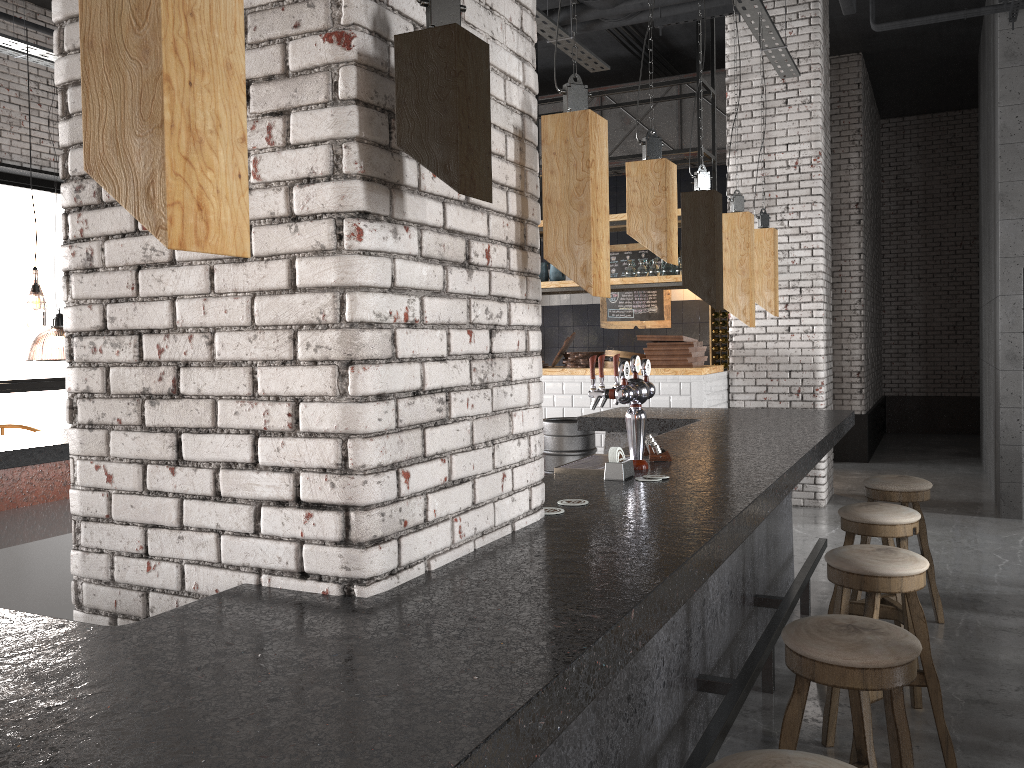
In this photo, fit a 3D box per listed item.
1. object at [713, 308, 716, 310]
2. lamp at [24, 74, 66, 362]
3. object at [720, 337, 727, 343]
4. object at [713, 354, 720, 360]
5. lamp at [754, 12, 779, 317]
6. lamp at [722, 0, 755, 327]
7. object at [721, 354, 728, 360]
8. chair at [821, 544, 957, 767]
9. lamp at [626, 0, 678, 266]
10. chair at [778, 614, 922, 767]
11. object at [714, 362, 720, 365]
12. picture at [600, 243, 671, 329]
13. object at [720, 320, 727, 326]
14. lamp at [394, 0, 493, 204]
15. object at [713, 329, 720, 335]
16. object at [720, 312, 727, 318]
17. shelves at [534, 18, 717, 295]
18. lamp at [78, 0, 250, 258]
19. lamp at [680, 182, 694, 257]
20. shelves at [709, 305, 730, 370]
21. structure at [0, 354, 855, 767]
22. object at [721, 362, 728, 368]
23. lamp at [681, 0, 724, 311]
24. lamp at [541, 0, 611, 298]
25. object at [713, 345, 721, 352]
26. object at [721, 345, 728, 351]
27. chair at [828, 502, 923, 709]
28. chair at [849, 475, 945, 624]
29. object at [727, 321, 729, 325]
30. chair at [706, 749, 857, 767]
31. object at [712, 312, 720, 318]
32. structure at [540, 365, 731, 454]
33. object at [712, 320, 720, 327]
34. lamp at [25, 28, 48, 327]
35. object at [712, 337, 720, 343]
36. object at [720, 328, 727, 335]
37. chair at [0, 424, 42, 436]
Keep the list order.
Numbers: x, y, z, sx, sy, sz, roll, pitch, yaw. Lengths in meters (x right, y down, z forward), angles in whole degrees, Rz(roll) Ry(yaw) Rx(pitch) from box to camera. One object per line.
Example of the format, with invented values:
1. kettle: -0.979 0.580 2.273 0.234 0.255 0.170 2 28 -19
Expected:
1. object: 2.561 -0.971 11.133 0.079 0.079 0.284 0 3 26
2. lamp: -3.845 -1.399 7.476 0.537 2.404 0.537 -2 2 -22
3. object: 2.637 -0.549 11.067 0.079 0.079 0.281 0 3 26
4. object: 2.573 -0.341 11.149 0.079 0.079 0.281 0 3 26
5. lamp: 1.280 -1.117 4.535 0.127 1.546 0.127 0 2 26
6. lamp: 0.998 -1.054 3.950 0.127 1.606 0.127 0 2 26
7. object: 2.651 -0.340 11.094 0.079 0.079 0.281 0 3 26
8. chair: 1.327 0.980 3.095 0.439 0.805 0.481 -1 2 15
9. lamp: 0.431 -1.083 2.777 0.127 1.419 0.127 0 2 26
10. chair: 0.884 1.028 2.261 0.480 0.805 0.439 -2 2 -15
11. object: 2.576 -0.236 11.155 0.079 0.079 0.281 0 3 26
12. picture: 1.643 -1.306 11.861 0.980 1.141 0.021 0 2 26
13. object: 2.643 -0.760 11.084 0.079 0.079 0.284 0 3 26
14. lamp: -0.134 -1.030 1.605 0.127 1.394 0.127 0 2 26
15. object: 2.566 -0.656 11.140 0.079 0.079 0.281 0 3 26
16. object: 2.650 -0.866 11.099 0.079 0.079 0.284 0 3 26
17. shelves: -0.728 -2.451 9.457 5.677 3.065 0.598 0 2 26
18. lamp: -0.415 -0.921 1.021 0.127 1.546 0.127 0 2 26
19. lamp: 2.286 -2.062 11.164 0.390 0.937 0.390 0 2 28
20. shelves: 2.929 -0.615 11.023 0.889 2.147 0.251 0 2 26
21. structure: -1.020 0.653 3.958 4.310 1.532 5.880 0 3 26
22. object: 2.643 -0.234 11.075 0.079 0.079 0.281 0 3 26
23. lamp: 0.715 -1.052 3.364 0.127 1.546 0.127 0 2 26
24. lamp: 0.150 -0.987 2.193 0.127 1.546 0.127 0 2 26
25. object: 2.564 -0.445 11.132 0.079 0.079 0.281 0 3 26
26. object: 2.657 -0.446 11.109 0.079 0.079 0.281 0 3 26
27. chair: 1.591 0.935 3.966 0.439 0.805 0.481 0 2 25
28. chair: 2.102 0.891 4.710 0.439 0.805 0.481 -1 2 -5
29. object: 2.724 -0.759 11.034 0.079 0.079 0.284 0 3 26
30. chair: 0.464 1.072 1.473 0.480 0.805 0.439 -1 2 15
31. object: 2.556 -0.865 11.122 0.079 0.079 0.284 0 3 26
32. structure: -0.662 0.491 9.448 5.800 1.345 1.512 0 2 26
33. object: 2.548 -0.759 11.104 0.079 0.079 0.284 0 3 26
34. lamp: -2.580 -1.108 4.766 0.108 1.598 0.108 -1 2 8
35. object: 2.558 -0.550 11.121 0.079 0.079 0.281 0 3 26
36. object: 2.636 -0.654 11.068 0.079 0.079 0.281 0 3 26
37. chair: -4.447 0.828 7.975 0.644 0.920 0.613 0 2 33
